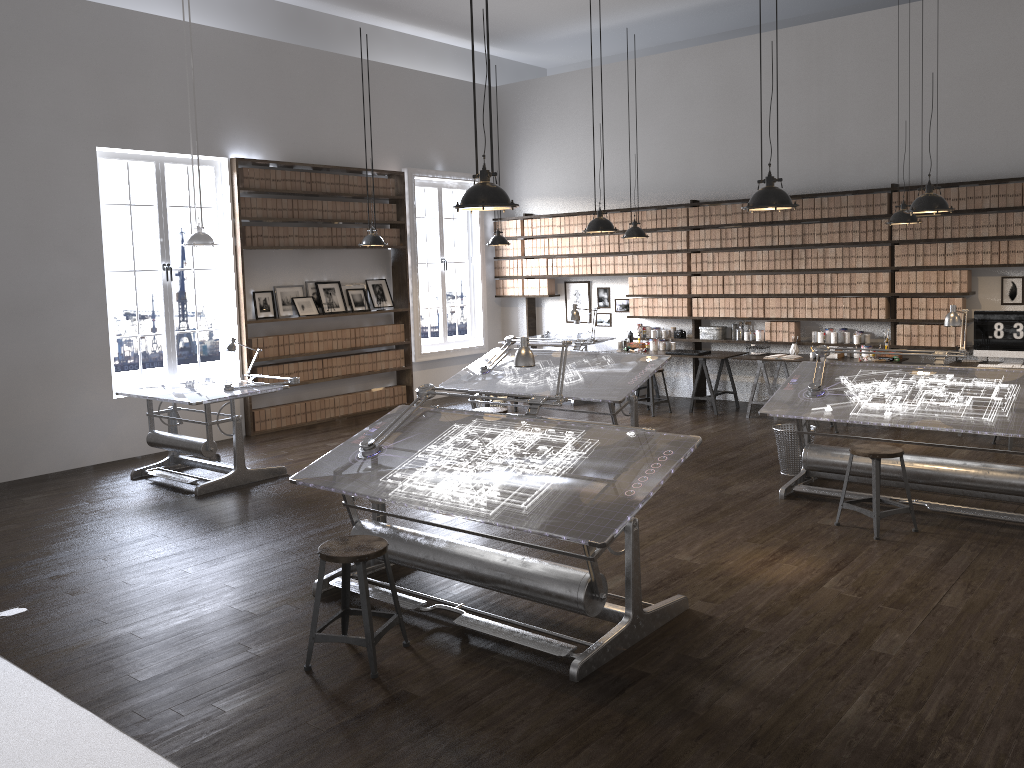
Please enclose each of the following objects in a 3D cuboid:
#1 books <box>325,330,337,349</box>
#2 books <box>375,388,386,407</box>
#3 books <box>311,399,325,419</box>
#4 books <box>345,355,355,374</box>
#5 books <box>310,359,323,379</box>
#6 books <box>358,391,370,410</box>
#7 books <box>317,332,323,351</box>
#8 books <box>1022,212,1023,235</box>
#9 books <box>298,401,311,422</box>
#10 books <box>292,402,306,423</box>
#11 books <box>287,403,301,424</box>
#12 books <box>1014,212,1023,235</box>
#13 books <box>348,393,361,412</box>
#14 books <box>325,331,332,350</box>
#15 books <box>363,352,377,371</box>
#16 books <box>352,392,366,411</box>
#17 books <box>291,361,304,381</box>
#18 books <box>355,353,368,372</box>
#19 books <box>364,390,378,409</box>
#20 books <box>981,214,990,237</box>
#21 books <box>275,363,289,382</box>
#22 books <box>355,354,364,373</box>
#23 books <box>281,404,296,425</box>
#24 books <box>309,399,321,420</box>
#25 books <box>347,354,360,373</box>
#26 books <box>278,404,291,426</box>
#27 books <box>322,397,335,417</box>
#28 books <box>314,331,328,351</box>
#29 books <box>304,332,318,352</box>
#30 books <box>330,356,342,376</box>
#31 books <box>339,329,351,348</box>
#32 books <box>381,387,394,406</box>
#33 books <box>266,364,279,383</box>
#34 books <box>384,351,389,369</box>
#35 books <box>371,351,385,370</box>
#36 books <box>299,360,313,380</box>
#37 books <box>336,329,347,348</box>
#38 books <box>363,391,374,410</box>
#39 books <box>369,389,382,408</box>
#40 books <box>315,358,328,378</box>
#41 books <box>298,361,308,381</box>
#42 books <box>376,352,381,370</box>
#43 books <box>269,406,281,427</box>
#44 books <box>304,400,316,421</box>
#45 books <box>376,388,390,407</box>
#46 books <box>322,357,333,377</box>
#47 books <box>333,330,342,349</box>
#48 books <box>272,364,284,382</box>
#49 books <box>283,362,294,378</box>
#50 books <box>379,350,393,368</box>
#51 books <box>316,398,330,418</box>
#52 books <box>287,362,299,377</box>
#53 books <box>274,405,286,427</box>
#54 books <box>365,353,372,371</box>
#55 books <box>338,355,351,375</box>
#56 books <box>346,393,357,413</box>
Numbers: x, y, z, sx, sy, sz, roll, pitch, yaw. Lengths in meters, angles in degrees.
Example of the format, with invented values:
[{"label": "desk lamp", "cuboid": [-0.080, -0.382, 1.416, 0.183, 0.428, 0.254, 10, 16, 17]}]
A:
[{"label": "books", "cuboid": [-2.188, -0.530, 10.653, 0.174, 0.225, 0.067, 3, 7, 39]}, {"label": "books", "cuboid": [-1.697, 0.178, 11.288, 0.174, 0.225, 0.067, 3, 7, 39]}, {"label": "books", "cuboid": [-2.307, 0.297, 10.535, 0.175, 0.225, 0.067, 3, 7, 39]}, {"label": "books", "cuboid": [-2.010, -0.243, 10.884, 0.175, 0.224, 0.067, 3, 7, 39]}, {"label": "books", "cuboid": [-2.329, -0.181, 10.499, 0.175, 0.225, 0.067, 3, 7, 39]}, {"label": "books", "cuboid": [-1.864, 0.211, 11.079, 0.175, 0.224, 0.067, 3, 7, 39]}, {"label": "books", "cuboid": [-2.319, -0.504, 10.490, 0.175, 0.225, 0.067, 3, 7, 39]}, {"label": "books", "cuboid": [4.957, -1.540, 8.507, 0.067, 0.225, 0.175, 2, 7, 39]}, {"label": "books", "cuboid": [-2.436, 0.321, 10.380, 0.175, 0.225, 0.067, 3, 7, 39]}, {"label": "books", "cuboid": [-2.488, 0.330, 10.325, 0.175, 0.225, 0.067, 3, 7, 39]}, {"label": "books", "cuboid": [-2.529, 0.339, 10.268, 0.174, 0.225, 0.067, 3, 7, 39]}, {"label": "books", "cuboid": [4.903, -1.545, 8.556, 0.067, 0.225, 0.175, 2, 7, 39]}, {"label": "books", "cuboid": [-1.956, 0.228, 10.971, 0.175, 0.225, 0.067, 3, 7, 39]}, {"label": "books", "cuboid": [-2.235, -0.521, 10.601, 0.174, 0.225, 0.067, 3, 7, 39]}, {"label": "books", "cuboid": [-1.791, -0.285, 11.152, 0.175, 0.225, 0.067, 3, 7, 39]}, {"label": "books", "cuboid": [-1.908, 0.219, 11.022, 0.175, 0.225, 0.067, 3, 7, 39]}, {"label": "books", "cuboid": [-2.501, -0.147, 10.279, 0.175, 0.225, 0.067, 3, 7, 39]}, {"label": "books", "cuboid": [-1.878, -0.268, 11.043, 0.174, 0.225, 0.067, 3, 7, 39]}, {"label": "books", "cuboid": [-1.780, 0.195, 11.177, 0.175, 0.225, 0.067, 3, 7, 39]}, {"label": "books", "cuboid": [4.685, -1.562, 8.734, 0.067, 0.224, 0.175, 2, 7, 39]}, {"label": "books", "cuboid": [-2.630, -0.122, 10.124, 0.175, 0.225, 0.067, 3, 7, 39]}, {"label": "books", "cuboid": [-1.921, -0.259, 10.985, 0.175, 0.225, 0.067, 3, 7, 39]}, {"label": "books", "cuboid": [-2.577, 0.348, 10.216, 0.174, 0.225, 0.067, 3, 7, 39]}, {"label": "books", "cuboid": [-2.350, 0.304, 10.489, 0.175, 0.224, 0.067, 3, 7, 39]}, {"label": "books", "cuboid": [-1.967, -0.250, 10.930, 0.175, 0.225, 0.067, 3, 7, 39]}, {"label": "books", "cuboid": [-2.622, 0.356, 10.161, 0.175, 0.225, 0.067, 3, 7, 39]}, {"label": "books", "cuboid": [-2.218, 0.279, 10.649, 0.174, 0.225, 0.067, 3, 7, 39]}, {"label": "books", "cuboid": [-2.278, -0.513, 10.546, 0.175, 0.225, 0.067, 3, 7, 39]}, {"label": "books", "cuboid": [-2.366, -0.495, 10.435, 0.175, 0.224, 0.067, 3, 7, 39]}, {"label": "books", "cuboid": [-2.145, -0.216, 10.718, 0.174, 0.225, 0.067, 3, 7, 39]}, {"label": "books", "cuboid": [-2.057, -0.555, 10.814, 0.175, 0.224, 0.067, 3, 7, 39]}, {"label": "books", "cuboid": [-1.608, 0.160, 11.397, 0.175, 0.225, 0.067, 3, 7, 39]}, {"label": "books", "cuboid": [-2.723, -0.105, 10.020, 0.174, 0.225, 0.067, 3, 7, 39]}, {"label": "books", "cuboid": [-1.661, -0.310, 11.310, 0.175, 0.224, 0.067, 3, 7, 39]}, {"label": "books", "cuboid": [-1.699, -0.303, 11.261, 0.175, 0.224, 0.067, 3, 7, 39]}, {"label": "books", "cuboid": [-2.419, -0.164, 10.389, 0.174, 0.225, 0.067, 3, 7, 39]}, {"label": "books", "cuboid": [-2.094, -0.547, 10.762, 0.175, 0.225, 0.067, 3, 7, 39]}, {"label": "books", "cuboid": [-1.826, 0.203, 11.129, 0.175, 0.224, 0.067, 3, 7, 39]}, {"label": "books", "cuboid": [-1.742, 0.186, 11.233, 0.175, 0.225, 0.067, 3, 7, 39]}, {"label": "books", "cuboid": [-2.278, -0.190, 10.553, 0.175, 0.225, 0.067, 3, 7, 39]}, {"label": "books", "cuboid": [-2.463, -0.155, 10.334, 0.175, 0.225, 0.067, 3, 7, 39]}, {"label": "books", "cuboid": [-1.744, -0.294, 11.204, 0.175, 0.225, 0.067, 3, 7, 39]}, {"label": "books", "cuboid": [-2.706, 0.373, 10.057, 0.175, 0.224, 0.067, 3, 7, 39]}, {"label": "books", "cuboid": [-2.393, 0.312, 10.440, 0.175, 0.224, 0.067, 3, 7, 39]}, {"label": "books", "cuboid": [-1.649, 0.169, 11.339, 0.174, 0.225, 0.067, 3, 7, 39]}, {"label": "books", "cuboid": [-2.235, -0.200, 10.614, 0.175, 0.224, 0.067, 3, 7, 39]}, {"label": "books", "cuboid": [-2.139, -0.538, 10.706, 0.175, 0.225, 0.067, 3, 7, 39]}, {"label": "books", "cuboid": [-2.678, -0.114, 10.072, 0.175, 0.225, 0.067, 3, 7, 39]}, {"label": "books", "cuboid": [-2.586, -0.131, 10.181, 0.175, 0.224, 0.067, 3, 7, 39]}, {"label": "books", "cuboid": [-1.615, -0.318, 11.359, 0.175, 0.225, 0.067, 3, 7, 39]}, {"label": "books", "cuboid": [-2.261, 0.288, 10.591, 0.175, 0.225, 0.067, 3, 7, 39]}, {"label": "books", "cuboid": [-2.547, -0.139, 10.230, 0.175, 0.224, 0.067, 3, 7, 39]}, {"label": "books", "cuboid": [-2.660, 0.365, 10.105, 0.175, 0.225, 0.067, 3, 7, 39]}, {"label": "books", "cuboid": [-1.837, -0.277, 11.099, 0.174, 0.225, 0.067, 3, 7, 39]}, {"label": "books", "cuboid": [-2.058, -0.234, 10.827, 0.175, 0.225, 0.067, 3, 7, 39]}, {"label": "books", "cuboid": [-2.002, 0.236, 10.918, 0.174, 0.225, 0.067, 3, 7, 39]}]
